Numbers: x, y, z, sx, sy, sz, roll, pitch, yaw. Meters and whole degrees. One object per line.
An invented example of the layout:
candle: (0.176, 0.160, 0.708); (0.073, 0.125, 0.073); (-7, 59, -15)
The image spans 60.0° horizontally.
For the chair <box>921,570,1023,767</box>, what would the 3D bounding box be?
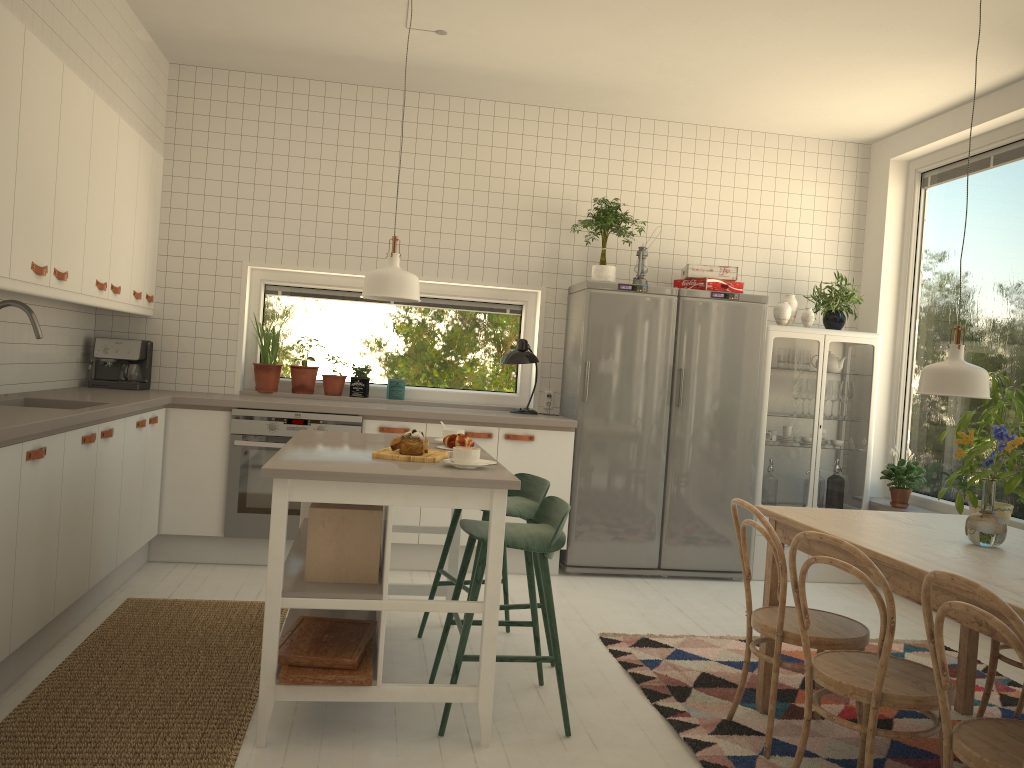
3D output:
chair: (1.185, 0.842, 2.041); (0.483, 0.810, 0.385); (4, 1, -11)

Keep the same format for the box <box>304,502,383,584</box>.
box: (-0.571, 0.521, 3.053); (0.237, 0.242, 0.357); (4, 1, -8)

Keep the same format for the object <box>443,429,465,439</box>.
object: (-0.254, 0.227, 3.836); (0.094, 0.060, 0.098); (4, 1, -12)

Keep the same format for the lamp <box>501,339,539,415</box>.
lamp: (0.050, -0.050, 5.537); (0.239, 0.465, 0.262); (4, 1, 20)

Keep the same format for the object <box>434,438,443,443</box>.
object: (-0.256, 0.253, 3.834); (0.160, 0.020, 0.160); (4, 1, -13)

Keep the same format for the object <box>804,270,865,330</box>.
object: (2.079, -0.531, 5.734); (0.371, 0.385, 0.373); (4, 1, 10)

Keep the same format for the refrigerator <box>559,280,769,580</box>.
refrigerator: (0.908, 0.302, 5.577); (1.146, 1.778, 0.559); (4, 1, -9)

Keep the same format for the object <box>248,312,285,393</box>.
object: (-1.507, -0.196, 5.532); (0.300, 0.499, 0.333); (4, 1, -26)

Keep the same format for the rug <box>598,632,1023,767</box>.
rug: (1.479, 1.258, 2.804); (1.748, 0.035, 3.025); (4, 1, -9)

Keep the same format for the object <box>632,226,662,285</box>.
object: (0.824, -0.784, 5.450); (0.163, 0.383, 0.154); (4, 1, 14)

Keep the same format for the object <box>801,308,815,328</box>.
object: (1.863, -0.416, 5.584); (0.082, 0.126, 0.082); (3, 1, -37)

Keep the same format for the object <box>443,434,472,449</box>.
object: (-0.235, 0.236, 3.647); (0.131, 0.060, 0.070); (5, 1, 29)

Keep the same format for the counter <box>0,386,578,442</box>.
counter: (-0.749, 0.256, 3.140); (2.856, 0.163, 4.845); (4, 1, -9)

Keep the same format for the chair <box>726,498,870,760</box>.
chair: (0.971, 0.808, 3.032); (0.483, 0.810, 0.385); (4, 1, -6)

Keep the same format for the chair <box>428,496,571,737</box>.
chair: (-0.033, 0.780, 3.147); (0.446, 0.752, 0.485); (4, 1, -9)

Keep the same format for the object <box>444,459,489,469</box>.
object: (-0.158, 0.276, 3.036); (0.160, 0.020, 0.160); (3, 2, -43)

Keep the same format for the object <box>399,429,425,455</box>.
object: (-0.356, 0.208, 3.173); (0.086, 0.087, 0.090); (4, 1, -1)

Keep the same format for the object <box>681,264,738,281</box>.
object: (1.242, -0.691, 5.603); (0.312, 0.082, 0.308); (4, 1, 4)

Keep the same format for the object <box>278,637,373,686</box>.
object: (-0.601, 0.899, 2.920); (0.280, 0.030, 0.430); (4, 1, -9)

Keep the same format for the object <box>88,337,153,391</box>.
object: (-2.296, -0.119, 5.158); (0.316, 0.292, 0.279); (4, 1, -8)

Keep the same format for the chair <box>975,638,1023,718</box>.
chair: (1.939, 0.873, 3.171); (0.483, 0.810, 0.385); (3, 1, -36)

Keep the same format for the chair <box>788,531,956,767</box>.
chair: (1.016, 0.821, 2.523); (0.483, 0.810, 0.385); (4, 1, -26)

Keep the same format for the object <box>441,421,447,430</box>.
object: (-0.273, 0.209, 3.846); (0.102, 0.086, 0.028); (5, 1, 32)

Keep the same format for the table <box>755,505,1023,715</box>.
table: (1.479, 0.891, 2.570); (0.894, 0.749, 1.798); (4, 1, -9)

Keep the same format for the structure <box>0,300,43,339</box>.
structure: (-2.083, -0.140, 3.684); (0.236, 0.421, 0.063); (4, 1, -2)

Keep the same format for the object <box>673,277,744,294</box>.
object: (1.239, -0.608, 5.601); (0.309, 0.082, 0.312); (3, 1, -29)

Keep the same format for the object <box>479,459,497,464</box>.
object: (-0.138, 0.281, 3.205); (0.167, 0.005, 0.167); (4, 1, -13)

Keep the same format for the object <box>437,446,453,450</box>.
object: (-0.226, 0.266, 3.658); (0.167, 0.005, 0.167); (4, 1, -13)

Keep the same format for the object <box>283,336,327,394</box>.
object: (-1.308, -0.121, 5.579); (0.258, 0.370, 0.234); (4, 1, 3)

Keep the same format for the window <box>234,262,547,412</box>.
window: (-0.763, -0.284, 5.717); (1.898, 0.816, 0.293); (4, 1, -9)

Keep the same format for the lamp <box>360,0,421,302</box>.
lamp: (-0.407, -1.063, 3.353); (0.229, 1.490, 0.229); (4, 1, -8)

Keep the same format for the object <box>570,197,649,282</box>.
object: (0.585, -0.881, 5.406); (0.474, 0.545, 0.468); (4, 1, 5)

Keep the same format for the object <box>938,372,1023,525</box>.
object: (2.478, 0.353, 4.554); (0.485, 0.841, 0.615); (4, 1, -30)

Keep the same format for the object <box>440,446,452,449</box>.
object: (-0.227, 0.264, 3.662); (0.122, 0.005, 0.120); (4, 1, 9)

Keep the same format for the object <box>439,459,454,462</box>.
object: (-0.218, 0.264, 3.039); (0.027, 0.011, 0.132); (5, 1, 30)

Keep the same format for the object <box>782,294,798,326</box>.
object: (1.759, -0.464, 5.631); (0.102, 0.206, 0.102); (4, 1, -25)

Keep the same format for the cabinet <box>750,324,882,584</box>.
cabinet: (1.870, 0.443, 5.738); (0.789, 1.592, 0.453); (4, 1, -9)

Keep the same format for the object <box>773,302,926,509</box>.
object: (2.055, 0.124, 5.419); (0.943, 1.208, 0.261); (4, 1, 7)

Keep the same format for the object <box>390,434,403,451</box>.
object: (-0.405, 0.212, 3.250); (0.079, 0.067, 0.074); (4, 1, -7)

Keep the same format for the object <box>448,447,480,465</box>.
object: (-0.158, 0.248, 3.034); (0.094, 0.064, 0.098); (5, 1, 39)

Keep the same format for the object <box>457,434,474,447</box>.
object: (-0.197, 0.238, 3.686); (0.060, 0.059, 0.074); (3, 1, -39)

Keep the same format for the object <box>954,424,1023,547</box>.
object: (1.515, 0.319, 2.808); (0.206, 0.388, 0.144); (5, 1, 43)

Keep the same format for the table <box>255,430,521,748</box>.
table: (-0.502, 0.687, 3.432); (0.794, 0.864, 1.424); (4, 1, -9)

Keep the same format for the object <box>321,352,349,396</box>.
object: (-1.108, -0.058, 5.588); (0.194, 0.277, 0.177); (3, 1, -42)

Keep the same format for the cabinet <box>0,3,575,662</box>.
cabinet: (-0.723, -0.141, 3.135); (2.853, 2.159, 4.845); (4, 1, -9)

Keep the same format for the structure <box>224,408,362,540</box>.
structure: (-1.264, 0.504, 5.251); (0.705, 0.710, 0.704); (4, 1, -9)

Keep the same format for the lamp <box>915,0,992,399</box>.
lamp: (1.534, -0.753, 2.964); (0.230, 1.595, 0.229); (5, 1, 37)

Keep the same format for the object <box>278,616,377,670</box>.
object: (-0.627, 0.866, 2.991); (0.280, 0.030, 0.430); (4, 1, 0)

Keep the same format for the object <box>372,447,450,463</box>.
object: (-0.366, 0.258, 3.241); (0.237, 0.019, 0.306); (4, 1, 8)

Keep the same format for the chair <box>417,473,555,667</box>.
chair: (-0.093, 0.763, 3.762); (0.446, 0.752, 0.485); (4, 1, -24)

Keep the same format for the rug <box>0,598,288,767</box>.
rug: (-1.292, 1.066, 3.261); (0.750, 0.004, 2.000); (4, 1, -9)

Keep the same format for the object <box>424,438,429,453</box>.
object: (-0.347, 0.221, 3.256); (0.083, 0.057, 0.072); (4, 1, -3)
